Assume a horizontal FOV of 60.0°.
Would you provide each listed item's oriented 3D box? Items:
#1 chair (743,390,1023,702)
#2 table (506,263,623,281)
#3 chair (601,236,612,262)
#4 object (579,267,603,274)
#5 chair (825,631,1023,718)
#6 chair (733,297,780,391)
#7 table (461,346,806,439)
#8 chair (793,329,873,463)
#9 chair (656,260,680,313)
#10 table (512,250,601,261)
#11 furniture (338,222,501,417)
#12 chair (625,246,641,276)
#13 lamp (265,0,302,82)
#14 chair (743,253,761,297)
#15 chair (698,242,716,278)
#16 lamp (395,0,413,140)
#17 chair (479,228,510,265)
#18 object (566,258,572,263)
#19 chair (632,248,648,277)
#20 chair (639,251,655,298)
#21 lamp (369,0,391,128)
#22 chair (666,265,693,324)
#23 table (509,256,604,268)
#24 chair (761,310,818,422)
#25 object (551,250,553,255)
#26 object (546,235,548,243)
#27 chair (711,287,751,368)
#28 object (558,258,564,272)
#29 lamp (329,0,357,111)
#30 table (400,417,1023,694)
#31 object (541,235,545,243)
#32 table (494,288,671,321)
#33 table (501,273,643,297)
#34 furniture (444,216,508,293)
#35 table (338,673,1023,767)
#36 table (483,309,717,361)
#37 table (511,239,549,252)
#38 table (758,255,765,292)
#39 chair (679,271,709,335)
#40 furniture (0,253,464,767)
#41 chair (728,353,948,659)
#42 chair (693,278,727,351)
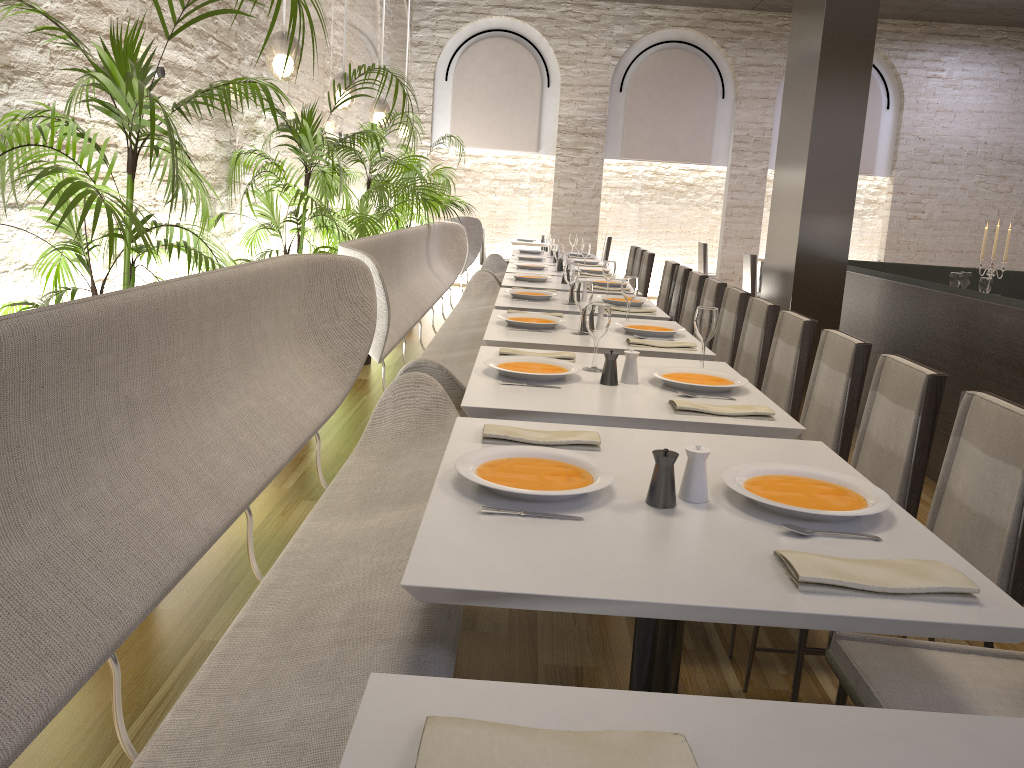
[{"bbox_3d":[0.942,0.477,2.224,0.565,0.900,0.415,4,10,0],"label":"chair"},{"bbox_3d":[0.403,-0.579,7.504,0.936,0.755,1.018,4,11,0],"label":"table"},{"bbox_3d":[1.092,-1.649,12.528,0.565,0.900,0.415,4,10,0],"label":"chair"},{"bbox_3d":[0.693,-0.947,7.435,0.323,0.036,0.323,13,15,37],"label":"object"},{"bbox_3d":[0.930,0.598,1.638,0.565,0.900,0.415,4,10,0],"label":"chair"},{"bbox_3d":[0.986,0.012,4.481,0.565,0.900,0.415,4,10,0],"label":"chair"},{"bbox_3d":[0.313,0.359,2.951,0.936,0.755,1.018,4,11,0],"label":"table"},{"bbox_3d":[0.964,0.247,3.341,0.565,0.900,0.415,4,10,0],"label":"chair"},{"bbox_3d":[1.042,-0.571,7.314,0.565,0.900,0.415,4,10,0],"label":"chair"},{"bbox_3d":[0.447,-1.035,9.718,0.936,0.755,1.018,4,11,0],"label":"table"},{"bbox_3d":[-0.376,-0.414,5.638,0.709,1.089,4.508,4,12,0],"label":"furniture"},{"bbox_3d":[1.092,-1.089,9.828,0.565,0.900,0.415,4,10,0],"label":"chair"},{"bbox_3d":[-1.060,-2.485,4.194,0.178,2.027,0.178,7,10,21],"label":"lamp"},{"bbox_3d":[2.839,-0.981,9.857,0.565,0.900,0.415,4,10,0],"label":"chair"},{"bbox_3d":[2.891,-1.528,12.512,0.565,0.900,0.415,4,10,0],"label":"chair"},{"bbox_3d":[-0.978,-3.340,8.345,0.178,2.027,0.179,0,10,-20],"label":"lamp"},{"bbox_3d":[-0.217,-1.737,12.540,0.565,0.900,0.415,4,10,0],"label":"chair"},{"bbox_3d":[0.473,-0.997,7.410,0.059,0.109,0.059,11,12,35],"label":"object"},{"bbox_3d":[1.081,-0.972,9.258,0.565,0.900,0.415,4,10,0],"label":"chair"},{"bbox_3d":[1.070,-0.858,8.705,0.565,0.900,0.415,4,10,0],"label":"chair"},{"bbox_3d":[-1.005,-3.058,6.975,0.178,2.027,0.179,0,10,-20],"label":"lamp"},{"bbox_3d":[1.031,-0.458,6.764,0.565,0.900,0.415,4,10,0],"label":"chair"},{"bbox_3d":[0.424,-0.803,8.593,0.936,0.755,1.018,4,11,0],"label":"table"},{"bbox_3d":[0.975,0.126,3.928,0.565,0.900,0.415,4,10,0],"label":"chair"},{"bbox_3d":[0.446,-1.448,9.579,0.059,0.109,0.059,11,12,35],"label":"object"},{"bbox_3d":[0.505,-2.041,12.457,0.059,0.109,0.060,4,10,2],"label":"object"},{"bbox_3d":[0.997,-0.102,5.037,0.565,0.900,0.415,4,10,0],"label":"chair"},{"bbox_3d":[0.402,-0.992,7.366,0.059,0.109,0.059,11,12,35],"label":"object"},{"bbox_3d":[-1.032,-2.770,5.578,0.177,2.027,0.179,1,10,-14],"label":"lamp"},{"bbox_3d":[0.291,0.589,1.833,0.936,0.755,1.018,4,11,0],"label":"table"},{"bbox_3d":[0.434,-2.036,12.413,0.059,0.109,0.060,4,10,2],"label":"object"},{"bbox_3d":[0.358,-0.114,5.245,0.936,0.755,1.018,4,11,0],"label":"table"},{"bbox_3d":[0.381,-0.352,6.401,0.936,0.755,1.018,4,11,0],"label":"table"},{"bbox_3d":[-0.304,-1.162,9.265,0.707,1.089,2.603,4,11,0],"label":"furniture"},{"bbox_3d":[0.266,0.844,0.599,0.936,0.755,1.018,4,11,0],"label":"table"},{"bbox_3d":[0.335,0.122,4.099,0.936,0.755,1.018,4,11,0],"label":"table"},{"bbox_3d":[0.435,-1.623,12.551,0.936,0.755,1.018,4,11,0],"label":"table"},{"bbox_3d":[3.530,-1.415,12.524,0.936,0.755,1.018,4,11,0],"label":"table"},{"bbox_3d":[1.020,-0.338,6.182,0.565,0.900,0.415,4,10,0],"label":"chair"},{"bbox_3d":[-0.467,0.529,1.060,0.709,1.089,4.508,4,12,0],"label":"furniture"},{"bbox_3d":[0.953,0.362,2.783,0.565,0.900,0.415,4,10,0],"label":"chair"},{"bbox_3d":[1.009,-0.223,5.621,0.565,0.900,0.415,4,10,0],"label":"chair"}]
